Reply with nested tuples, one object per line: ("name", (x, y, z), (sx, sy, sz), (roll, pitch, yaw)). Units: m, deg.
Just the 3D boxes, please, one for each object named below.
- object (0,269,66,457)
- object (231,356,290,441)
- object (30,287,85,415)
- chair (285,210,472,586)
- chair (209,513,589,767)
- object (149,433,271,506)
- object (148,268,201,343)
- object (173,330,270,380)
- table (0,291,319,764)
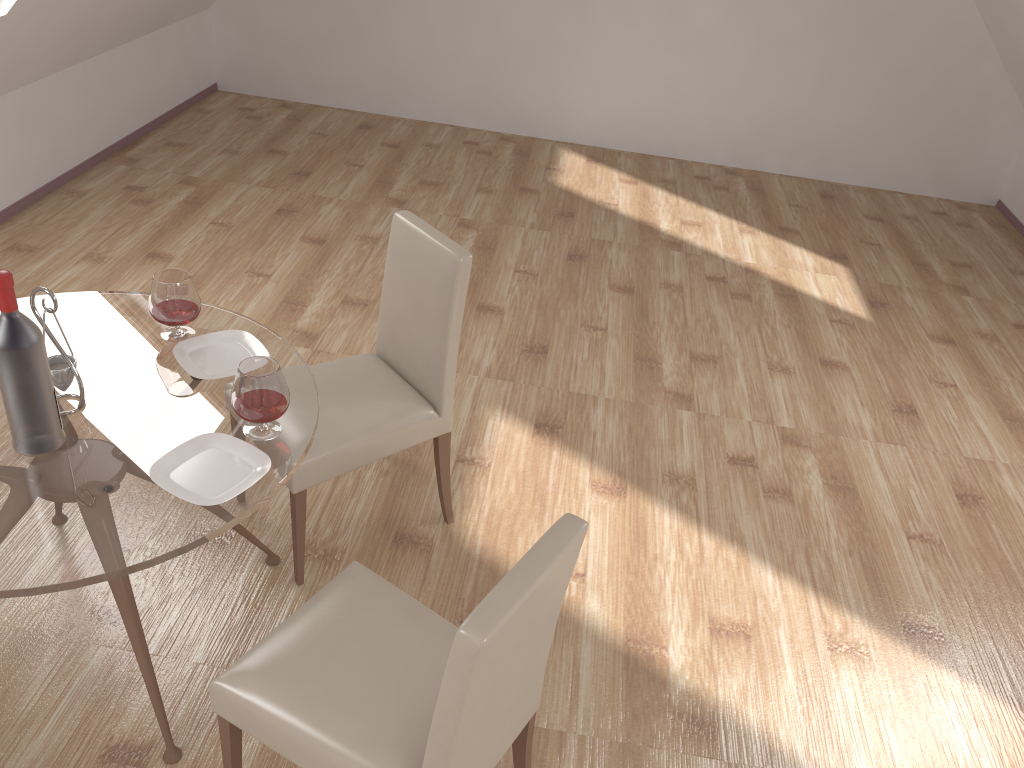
("object", (-1.051, -0.043, 1.901), (0.109, 0.435, 0.109), (7, 33, 0))
("object", (-0.597, 0.035, 2.105), (0.136, 0.183, 0.136), (-2, 34, -15))
("object", (-1.061, -0.079, 2.059), (0.086, 0.322, 0.096), (-12, 38, -28))
("chair", (-0.518, 0.026, 2.804), (0.618, 0.999, 0.477), (-19, 41, -34))
("chair", (-0.261, 0.632, 1.926), (0.618, 0.999, 0.477), (24, 36, 23))
("object", (-0.675, 0.195, 1.994), (0.228, 0.020, 0.228), (22, 36, 22))
("object", (-0.921, -0.215, 2.423), (0.136, 0.183, 0.136), (-2, 34, -15))
("object", (-0.780, -0.074, 2.384), (0.228, 0.020, 0.228), (-18, 41, -34))
("table", (-1.122, 0.376, 2.355), (1.198, 0.770, 1.198), (21, 35, 20))
